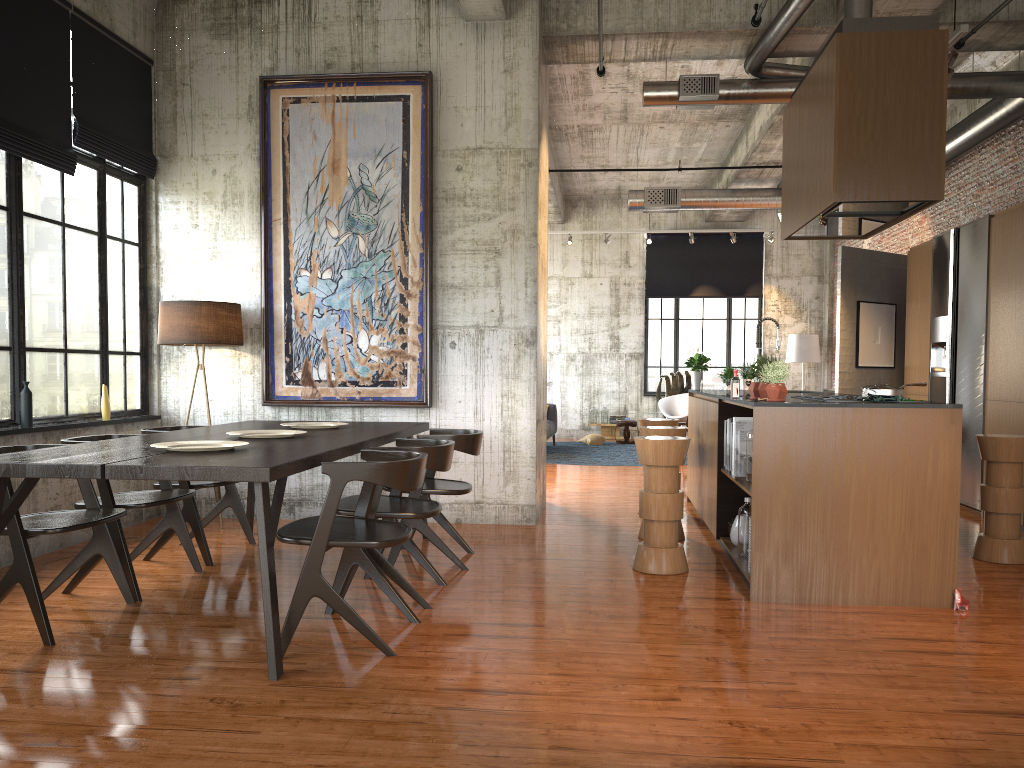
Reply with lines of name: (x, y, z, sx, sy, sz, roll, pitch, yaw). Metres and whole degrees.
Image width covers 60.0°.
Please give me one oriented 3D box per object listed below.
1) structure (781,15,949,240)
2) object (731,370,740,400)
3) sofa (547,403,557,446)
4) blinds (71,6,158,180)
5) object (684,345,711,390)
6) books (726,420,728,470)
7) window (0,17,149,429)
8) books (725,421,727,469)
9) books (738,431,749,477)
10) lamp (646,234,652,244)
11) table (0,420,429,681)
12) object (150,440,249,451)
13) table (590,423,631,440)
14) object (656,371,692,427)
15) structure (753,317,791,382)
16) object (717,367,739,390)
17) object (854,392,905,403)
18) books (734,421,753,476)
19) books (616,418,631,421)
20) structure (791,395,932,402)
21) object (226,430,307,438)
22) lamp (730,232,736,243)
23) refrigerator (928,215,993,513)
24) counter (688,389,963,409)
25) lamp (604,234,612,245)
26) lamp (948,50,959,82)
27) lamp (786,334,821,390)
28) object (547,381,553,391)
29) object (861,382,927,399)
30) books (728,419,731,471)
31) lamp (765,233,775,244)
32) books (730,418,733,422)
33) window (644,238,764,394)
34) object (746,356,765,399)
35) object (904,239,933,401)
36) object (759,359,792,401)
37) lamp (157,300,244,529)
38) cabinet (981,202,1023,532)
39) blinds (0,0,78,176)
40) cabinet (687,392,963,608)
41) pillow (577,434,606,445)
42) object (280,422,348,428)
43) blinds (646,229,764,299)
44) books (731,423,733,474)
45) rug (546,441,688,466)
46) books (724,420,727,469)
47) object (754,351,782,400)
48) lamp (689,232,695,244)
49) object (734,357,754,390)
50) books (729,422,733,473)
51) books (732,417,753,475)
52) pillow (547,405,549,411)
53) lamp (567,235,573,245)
structure: (2.403, -1.701, 6.238, 0.663, 1.127, 1.627, 1, 1, 6)
object: (1.531, 0.005, 6.074, 0.056, 0.209, 0.056, 1, 3, 6)
sofa: (0.034, 0.806, 16.000, 1.362, 0.862, 3.001, 0, 1, 8)
blinds: (-3.507, -2.536, 7.889, 0.052, 1.143, 1.295, 1, 2, 6)
object: (2.030, -0.184, 9.694, 0.304, 0.503, 0.268, -2, 3, -42)
books: (1.879, 0.492, 7.147, 0.284, 0.401, 0.036, 1, 3, 6)
window: (-3.740, -1.342, 6.708, 0.050, 3.440, 3.808, 1, 2, 6)
books: (1.879, 0.496, 7.184, 0.284, 0.392, 0.036, 1, 3, 6)
books: (1.826, 0.525, 6.645, 0.246, 0.348, 0.085, 1, 3, 6)
lamp: (2.800, -2.954, 18.120, 0.102, 0.211, 0.260, 0, 2, 1)
table: (-1.715, 0.854, 5.987, 1.638, 1.007, 3.699, 0, 1, 6)
object: (-1.757, 0.351, 5.000, 0.526, 0.025, 0.526, 1, 1, 16)
table: (2.106, 1.023, 19.002, 0.875, 0.359, 0.474, 0, 1, 6)
object: (3.417, 0.365, 18.741, 0.727, 1.298, 0.455, 1, 3, 18)
structure: (2.605, -0.299, 8.898, 0.360, 0.750, 0.168, 1, 3, 6)
object: (2.380, -0.063, 9.713, 0.236, 0.258, 0.231, 2, 2, 44)
object: (2.335, 0.085, 5.662, 0.391, 0.068, 0.184, 0, 1, -38)
books: (1.830, 0.491, 6.683, 0.293, 0.415, 0.101, 1, 3, 6)
books: (2.307, 0.720, 18.073, 0.300, 0.043, 0.228, 0, 1, -20)
structure: (2.448, 0.101, 6.325, 0.678, 0.019, 1.096, 0, 1, 6)
object: (-1.654, 0.338, 5.982, 0.526, 0.025, 0.526, 1, 1, 16)
lamp: (4.467, -2.946, 17.896, 0.165, 0.251, 0.102, -1, 3, -39)
refrigerator: (5.371, -0.164, 9.573, 1.211, 3.054, 1.515, 1, 2, 6)
counter: (2.356, 0.179, 7.637, 1.245, 0.174, 4.358, 0, 1, 6)
lamp: (1.960, -2.960, 18.187, 0.182, 0.241, 0.102, 0, 2, 1)
lamp: (3.198, -2.332, 6.533, 0.102, 0.215, 0.225, 0, 2, 2)
lamp: (6.010, 0.109, 18.337, 0.693, 2.246, 0.706, 2, 3, 28)
object: (-0.278, 0.275, 10.668, 1.888, 2.066, 1.511, 1, 2, 29)
object: (2.648, 0.045, 6.129, 0.331, 0.120, 0.729, 1, 1, 41)
books: (1.869, 0.486, 7.058, 0.293, 0.415, 0.101, 1, 3, 6)
lamp: (5.216, -2.936, 17.869, 0.102, 0.215, 0.225, -2, 3, -43)
books: (1.852, 0.481, 6.929, 0.284, 0.429, 0.050, 1, 3, 6)
window: (4.126, -1.440, 19.151, 2.579, 3.440, 0.050, 1, 3, 6)
object: (1.791, -0.051, 6.433, 0.179, 0.311, 0.172, 1, 2, 12)
object: (5.380, -0.187, 10.791, 0.859, 3.049, 0.909, 1, 2, 6)
object: (1.769, -0.030, 5.951, 0.221, 0.284, 0.210, 1, 2, 14)
lamp: (-2.879, 0.285, 8.231, 0.752, 2.059, 0.751, 1, 3, 18)
cabinet: (4.896, -0.128, 6.182, 0.859, 3.048, 5.336, 1, 1, 6)
blinds: (-3.641, -2.391, 6.611, 0.052, 1.399, 1.253, 1, 2, 6)
cabinet: (2.353, 0.740, 7.664, 1.245, 1.245, 4.356, 0, 1, 6)
pillow: (1.627, 1.120, 17.747, 0.503, 0.247, 0.480, 0, 1, -28)
object: (-1.551, 0.326, 6.965, 0.526, 0.025, 0.526, 1, 1, 16)
blinds: (4.110, -2.562, 18.926, 2.443, 1.466, 0.150, 0, 3, 6)
books: (1.844, 0.501, 6.847, 0.284, 0.392, 0.036, 1, 3, 6)
rug: (1.783, 1.236, 16.110, 4.844, 0.009, 4.842, 0, 1, -38)
books: (1.873, 0.494, 7.223, 0.284, 0.396, 0.036, 1, 3, 6)
object: (1.773, -0.076, 6.189, 0.186, 0.368, 0.196, -2, 3, -44)
lamp: (3.645, -2.951, 17.979, 0.102, 0.251, 0.165, 2, 2, 31)
object: (2.578, -0.123, 9.667, 0.305, 0.382, 0.361, 2, 2, 40)
books: (1.838, 0.498, 6.886, 0.284, 0.396, 0.036, 1, 3, 6)
books: (1.831, 0.476, 6.763, 0.284, 0.444, 0.059, 1, 3, 6)
pillow: (0.529, 0.527, 16.918, 0.434, 0.319, 0.168, 0, 2, -19)
lamp: (1.195, -2.963, 18.299, 0.102, 0.228, 0.198, 1, 2, 16)
